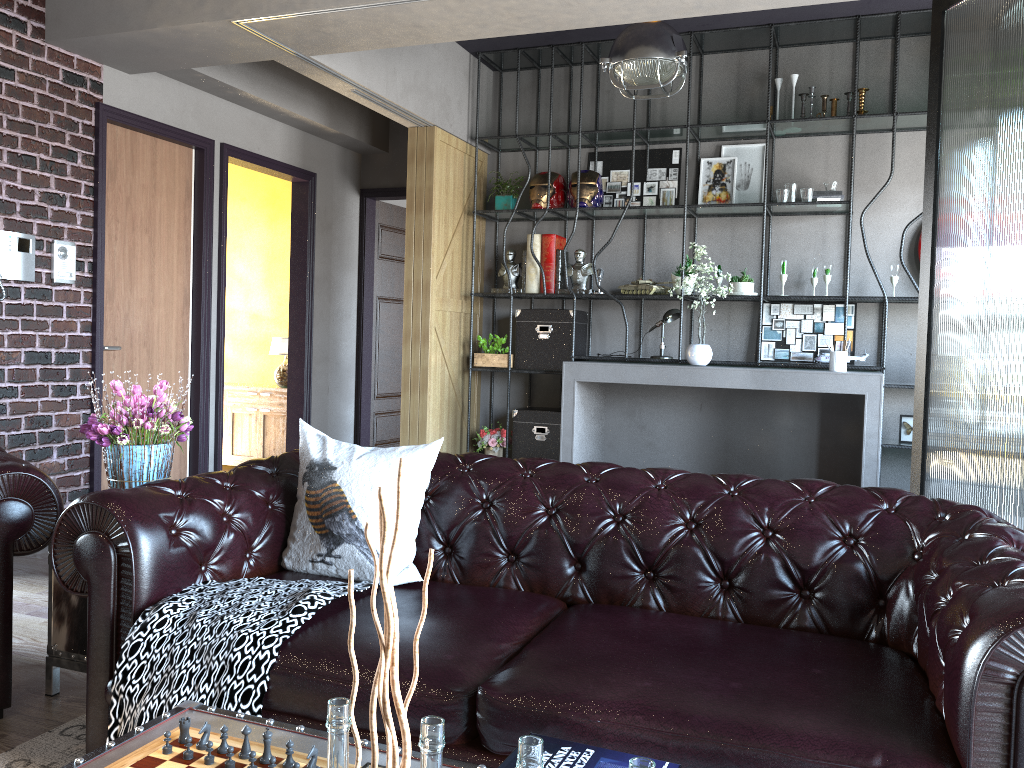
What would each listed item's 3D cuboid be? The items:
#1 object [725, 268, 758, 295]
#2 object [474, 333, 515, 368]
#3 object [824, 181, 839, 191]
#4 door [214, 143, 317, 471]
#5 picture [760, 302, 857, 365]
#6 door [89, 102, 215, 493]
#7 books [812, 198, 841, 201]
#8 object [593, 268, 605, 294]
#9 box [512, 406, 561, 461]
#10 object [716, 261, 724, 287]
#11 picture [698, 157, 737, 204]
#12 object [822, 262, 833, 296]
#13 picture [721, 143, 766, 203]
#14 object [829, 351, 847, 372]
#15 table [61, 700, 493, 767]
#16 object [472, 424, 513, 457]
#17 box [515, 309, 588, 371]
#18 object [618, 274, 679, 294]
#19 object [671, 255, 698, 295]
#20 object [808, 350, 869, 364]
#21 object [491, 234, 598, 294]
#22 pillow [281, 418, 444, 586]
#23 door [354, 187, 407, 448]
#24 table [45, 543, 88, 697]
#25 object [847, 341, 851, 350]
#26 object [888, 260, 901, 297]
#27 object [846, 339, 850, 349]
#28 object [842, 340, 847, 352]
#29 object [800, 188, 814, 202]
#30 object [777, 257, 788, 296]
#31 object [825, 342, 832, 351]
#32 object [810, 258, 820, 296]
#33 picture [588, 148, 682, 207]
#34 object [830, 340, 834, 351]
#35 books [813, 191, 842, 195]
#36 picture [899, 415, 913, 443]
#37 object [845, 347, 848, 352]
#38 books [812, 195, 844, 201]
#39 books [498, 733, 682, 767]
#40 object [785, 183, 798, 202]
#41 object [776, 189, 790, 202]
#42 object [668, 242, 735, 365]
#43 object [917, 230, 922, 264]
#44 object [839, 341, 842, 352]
[{"bbox_3d":[1.665,-0.741,6.438,0.235,0.212,0.235,1,3,-24],"label":"object"},{"bbox_3d":[-0.135,-0.268,7.018,0.304,0.265,0.180,3,2,21],"label":"object"},{"bbox_3d":[2.270,-1.398,6.310,0.103,0.068,0.103,2,3,14],"label":"object"},{"bbox_3d":[-2.357,-0.463,6.975,1.098,2.543,1.150,3,2,21],"label":"door"},{"bbox_3d":[2.166,-0.376,6.506,0.665,0.447,0.051,3,2,21],"label":"picture"},{"bbox_3d":[-2.368,-0.401,5.726,0.219,2.538,1.003,2,2,21],"label":"door"},{"bbox_3d":[2.231,-1.303,6.356,0.166,0.024,0.227,2,3,0],"label":"books"},{"bbox_3d":[0.663,-0.780,6.745,0.093,0.200,0.093,2,2,16],"label":"object"},{"bbox_3d":[0.288,0.433,7.038,0.489,0.481,0.374,3,2,21],"label":"box"},{"bbox_3d":[1.555,-0.786,6.661,0.113,0.273,0.113,1,2,-13],"label":"object"},{"bbox_3d":[1.547,-1.501,6.679,0.268,0.413,0.101,3,2,21],"label":"picture"},{"bbox_3d":[2.198,-0.730,6.186,0.113,0.246,0.113,3,3,40],"label":"object"},{"bbox_3d":[1.729,-1.545,6.653,0.332,0.514,0.119,3,2,21],"label":"picture"},{"bbox_3d":[2.166,-0.147,5.889,0.110,0.137,0.110,3,3,31],"label":"object"},{"bbox_3d":[-0.220,0.918,1.303,1.255,0.469,0.684,3,3,21],"label":"table"},{"bbox_3d":[-0.168,0.476,7.121,0.345,0.362,0.332,3,3,24],"label":"object"},{"bbox_3d":[0.312,-0.351,7.011,0.489,0.481,0.374,3,2,21],"label":"box"},{"bbox_3d":[1.051,-0.752,6.717,0.206,0.170,0.577,0,3,-34],"label":"object"},{"bbox_3d":[1.281,-0.805,6.564,0.136,0.305,0.193,0,3,-35],"label":"object"},{"bbox_3d":[2.286,-0.194,6.273,0.351,0.111,0.379,0,3,-36],"label":"object"},{"bbox_3d":[0.266,-0.936,7.012,0.833,0.466,0.290,3,2,21],"label":"object"},{"bbox_3d":[-0.482,0.359,2.799,0.528,0.469,0.283,3,2,24],"label":"pillow"},{"bbox_3d":[-0.685,-0.477,8.339,1.150,2.543,1.129,3,2,21],"label":"door"},{"bbox_3d":[-1.280,0.730,3.041,0.417,0.609,0.405,3,2,21],"label":"table"},{"bbox_3d":[2.209,-0.201,5.875,0.062,0.169,0.009,3,2,21],"label":"object"},{"bbox_3d":[2.650,-0.726,6.149,0.113,0.270,0.113,2,2,10],"label":"object"},{"bbox_3d":[2.214,-0.210,5.887,0.052,0.185,0.009,3,2,23],"label":"object"},{"bbox_3d":[2.207,-0.192,5.909,0.037,0.204,0.023,1,2,-30],"label":"object"},{"bbox_3d":[2.048,-1.303,6.160,0.092,0.099,0.093,1,2,-21],"label":"object"},{"bbox_3d":[1.914,-0.756,6.254,0.113,0.275,0.113,3,2,25],"label":"object"},{"bbox_3d":[2.153,-0.185,5.907,0.137,0.190,0.009,3,2,24],"label":"object"},{"bbox_3d":[2.203,-0.770,6.463,0.113,0.301,0.113,3,3,40],"label":"object"},{"bbox_3d":[0.952,-1.594,6.984,0.749,0.503,0.058,3,2,21],"label":"picture"},{"bbox_3d":[2.146,-0.195,5.925,0.023,0.202,0.046,1,2,-33],"label":"object"},{"bbox_3d":[2.235,-1.352,6.349,0.225,0.029,0.179,2,3,13],"label":"books"},{"bbox_3d":[2.737,0.309,6.051,0.172,0.190,0.036,3,2,21],"label":"picture"},{"bbox_3d":[2.186,-0.168,5.869,0.068,0.159,0.009,3,2,34],"label":"object"},{"bbox_3d":[2.245,-1.326,6.352,0.243,0.024,0.175,3,3,17],"label":"books"},{"bbox_3d":[0.099,0.599,1.305,0.251,0.030,0.236,3,3,23],"label":"books"},{"bbox_3d":[1.980,-1.340,6.297,0.087,0.155,0.087,3,3,34],"label":"object"},{"bbox_3d":[1.896,-1.311,6.218,0.092,0.099,0.092,0,3,-31],"label":"object"},{"bbox_3d":[1.310,-0.555,6.084,0.398,0.852,0.421,1,2,-23],"label":"object"},{"bbox_3d":[3.193,-0.939,6.087,0.751,0.739,0.185,3,2,21],"label":"object"},{"bbox_3d":[2.190,-0.202,5.923,0.009,0.167,0.061,3,2,33],"label":"object"}]
